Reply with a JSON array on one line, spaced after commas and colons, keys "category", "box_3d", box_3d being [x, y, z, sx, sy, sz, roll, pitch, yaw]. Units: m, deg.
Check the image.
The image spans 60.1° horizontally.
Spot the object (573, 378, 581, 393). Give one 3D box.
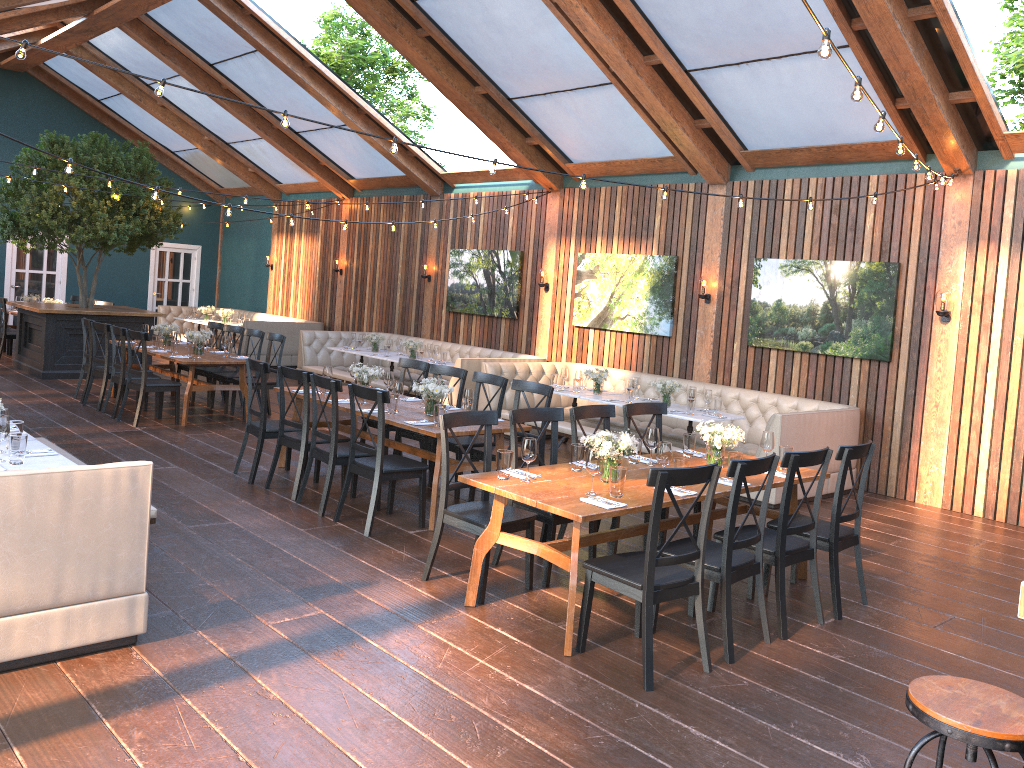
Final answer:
[{"category": "object", "box_3d": [0.731, 0.022, 9.970, 0.092, 0.158, 0.092, 7, 4, 34]}]

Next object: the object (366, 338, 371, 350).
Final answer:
[{"category": "object", "box_3d": [-2.214, -0.651, 13.672, 0.092, 0.244, 0.092, 5, 3, 5]}]

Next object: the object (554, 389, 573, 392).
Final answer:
[{"category": "object", "box_3d": [0.582, 0.071, 10.057, 0.255, 0.019, 0.158, -1, 8, -42]}]

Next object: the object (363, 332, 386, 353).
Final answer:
[{"category": "object", "box_3d": [-2.065, -0.635, 13.336, 0.336, 0.308, 0.331, 2, 5, -30]}]

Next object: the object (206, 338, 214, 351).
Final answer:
[{"category": "object", "box_3d": [-3.728, -0.482, 10.918, 0.092, 0.158, 0.092, 5, 3, 14]}]

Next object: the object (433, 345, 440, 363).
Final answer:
[{"category": "object", "box_3d": [-1.054, -0.415, 12.326, 0.092, 0.244, 0.092, 5, 3, 5]}]

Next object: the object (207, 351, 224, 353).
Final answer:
[{"category": "object", "box_3d": [-3.599, -0.391, 10.820, 0.255, 0.019, 0.158, -1, 8, -42]}]

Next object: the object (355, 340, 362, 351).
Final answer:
[{"category": "object", "box_3d": [-2.312, -0.575, 13.299, 0.092, 0.158, 0.092, 7, 4, 34]}]

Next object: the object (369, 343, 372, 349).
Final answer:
[{"category": "object", "box_3d": [-2.196, -0.618, 13.781, 0.092, 0.158, 0.092, 7, 4, 34]}]

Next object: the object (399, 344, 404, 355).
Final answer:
[{"category": "object", "box_3d": [-1.658, -0.513, 13.192, 0.092, 0.158, 0.092, 7, 4, 34]}]

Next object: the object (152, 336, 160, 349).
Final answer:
[{"category": "object", "box_3d": [-4.308, -0.503, 10.708, 0.091, 0.158, 0.092, 2, 4, -36]}]

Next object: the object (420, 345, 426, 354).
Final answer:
[{"category": "object", "box_3d": [-1.237, -0.420, 12.246, 0.092, 0.244, 0.092, 2, 4, -40]}]

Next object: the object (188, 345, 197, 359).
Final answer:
[{"category": "object", "box_3d": [-3.575, -0.358, 9.887, 0.092, 0.158, 0.092, 4, 3, -6]}]

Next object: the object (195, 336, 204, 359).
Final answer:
[{"category": "object", "box_3d": [-3.543, -0.414, 10.030, 0.092, 0.244, 0.092, 2, 4, -40]}]

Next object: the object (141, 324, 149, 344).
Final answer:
[{"category": "object", "box_3d": [-4.676, -0.636, 11.271, 0.092, 0.244, 0.092, 5, 3, 5]}]

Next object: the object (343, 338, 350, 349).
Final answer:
[{"category": "object", "box_3d": [-2.551, -0.627, 13.614, 0.092, 0.158, 0.092, 7, 4, 34]}]

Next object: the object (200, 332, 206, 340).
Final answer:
[{"category": "object", "box_3d": [-3.775, -0.514, 10.777, 0.092, 0.244, 0.092, 4, 3, 0]}]

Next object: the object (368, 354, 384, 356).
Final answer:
[{"category": "object", "box_3d": [-1.947, -0.424, 12.812, 0.255, 0.019, 0.158, -1, 8, -42]}]

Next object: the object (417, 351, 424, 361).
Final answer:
[{"category": "object", "box_3d": [-1.261, -0.368, 12.140, 0.092, 0.158, 0.092, 7, 4, 34]}]

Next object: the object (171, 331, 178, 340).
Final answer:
[{"category": "object", "box_3d": [-4.481, -0.630, 11.746, 0.091, 0.158, 0.092, 3, 3, -16]}]

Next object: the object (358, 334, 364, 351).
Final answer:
[{"category": "object", "box_3d": [-2.288, -0.627, 13.405, 0.092, 0.244, 0.092, 5, 3, 5]}]

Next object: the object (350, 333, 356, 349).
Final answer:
[{"category": "object", "box_3d": [-2.441, -0.659, 13.592, 0.092, 0.244, 0.092, 5, 3, 5]}]

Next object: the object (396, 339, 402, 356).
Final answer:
[{"category": "object", "box_3d": [-1.676, -0.545, 13.083, 0.092, 0.244, 0.092, 5, 3, 5]}]

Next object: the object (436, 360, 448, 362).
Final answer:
[{"category": "object", "box_3d": [-1.016, -0.325, 12.558, 0.255, 0.019, 0.158, -1, 8, -42]}]

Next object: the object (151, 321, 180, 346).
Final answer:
[{"category": "object", "box_3d": [-4.384, -0.642, 11.228, 0.330, 0.308, 0.336, 8, 6, 43]}]

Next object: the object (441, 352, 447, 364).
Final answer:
[{"category": "object", "box_3d": [-0.951, -0.362, 12.307, 0.092, 0.158, 0.092, 4, 3, -6]}]

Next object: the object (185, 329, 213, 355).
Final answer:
[{"category": "object", "box_3d": [-3.701, -0.503, 10.436, 0.329, 0.308, 0.338, 4, 4, -5]}]

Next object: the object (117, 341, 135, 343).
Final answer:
[{"category": "object", "box_3d": [-4.875, -0.535, 11.246, 0.255, 0.019, 0.158, -1, 8, -42]}]

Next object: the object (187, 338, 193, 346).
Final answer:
[{"category": "object", "box_3d": [-4.107, -0.556, 11.293, 0.091, 0.158, 0.092, 3, 3, -16]}]

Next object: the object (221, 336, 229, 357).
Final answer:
[{"category": "object", "box_3d": [-3.369, -0.438, 10.378, 0.092, 0.244, 0.092, 4, 3, -17]}]

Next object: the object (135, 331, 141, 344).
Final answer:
[{"category": "object", "box_3d": [-4.705, -0.581, 11.141, 0.091, 0.158, 0.092, 3, 4, -26]}]

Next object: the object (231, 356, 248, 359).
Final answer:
[{"category": "object", "box_3d": [-3.206, -0.314, 10.388, 0.255, 0.019, 0.158, -1, 8, -42]}]

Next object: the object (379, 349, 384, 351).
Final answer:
[{"category": "object", "box_3d": [-2.058, -0.529, 13.700, 0.255, 0.019, 0.158, -1, 8, -42]}]

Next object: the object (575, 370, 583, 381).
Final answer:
[{"category": "object", "box_3d": [0.755, -0.031, 10.076, 0.092, 0.244, 0.092, 5, 3, 5]}]

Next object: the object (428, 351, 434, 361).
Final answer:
[{"category": "object", "box_3d": [-1.154, -0.414, 12.639, 0.092, 0.158, 0.092, 7, 4, 34]}]

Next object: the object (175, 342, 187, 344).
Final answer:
[{"category": "object", "box_3d": [-4.355, -0.539, 11.642, 0.255, 0.019, 0.158, -1, 8, -42]}]

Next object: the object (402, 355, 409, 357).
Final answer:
[{"category": "object", "box_3d": [-1.520, -0.423, 13.110, 0.255, 0.019, 0.158, -1, 8, -42]}]

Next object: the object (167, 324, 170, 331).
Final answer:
[{"category": "object", "box_3d": [-4.537, -0.662, 11.607, 0.092, 0.244, 0.092, 6, 3, 28]}]

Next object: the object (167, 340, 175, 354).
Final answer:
[{"category": "object", "box_3d": [-3.978, -0.434, 10.308, 0.091, 0.158, 0.092, 3, 3, -16]}]

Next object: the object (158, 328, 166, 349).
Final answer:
[{"category": "object", "box_3d": [-4.284, -0.558, 10.829, 0.092, 0.244, 0.092, 7, 4, 45]}]

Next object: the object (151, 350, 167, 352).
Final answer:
[{"category": "object", "box_3d": [-4.120, -0.389, 10.430, 0.255, 0.019, 0.158, -1, 8, -42]}]

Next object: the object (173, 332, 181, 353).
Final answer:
[{"category": "object", "box_3d": [-3.958, -0.491, 10.449, 0.092, 0.244, 0.092, 2, 4, -40]}]

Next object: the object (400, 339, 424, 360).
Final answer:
[{"category": "object", "box_3d": [-1.420, -0.509, 12.630, 0.336, 0.308, 0.331, 2, 5, -26]}]

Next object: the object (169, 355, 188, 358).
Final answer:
[{"category": "object", "box_3d": [-3.731, -0.312, 10.000, 0.255, 0.019, 0.158, -1, 8, -42]}]

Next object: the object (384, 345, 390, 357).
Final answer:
[{"category": "object", "box_3d": [-1.798, -0.473, 12.725, 0.092, 0.158, 0.092, 7, 4, 34]}]

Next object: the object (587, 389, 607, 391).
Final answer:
[{"category": "object", "box_3d": [0.985, 0.067, 10.371, 0.255, 0.019, 0.158, -1, 8, -42]}]

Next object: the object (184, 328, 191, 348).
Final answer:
[{"category": "object", "box_3d": [-4.107, -0.582, 11.189, 0.092, 0.244, 0.092, 7, 4, 45]}]

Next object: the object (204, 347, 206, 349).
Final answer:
[{"category": "object", "box_3d": [-3.956, -0.459, 11.221, 0.255, 0.019, 0.158, -1, 8, -42]}]

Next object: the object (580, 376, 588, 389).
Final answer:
[{"category": "object", "box_3d": [0.847, -0.022, 10.452, 0.092, 0.158, 0.092, 7, 4, 34]}]

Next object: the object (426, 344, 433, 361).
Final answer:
[{"category": "object", "box_3d": [-1.172, -0.446, 12.530, 0.092, 0.244, 0.092, 5, 3, 5]}]

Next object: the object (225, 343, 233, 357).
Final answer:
[{"category": "object", "box_3d": [-3.357, -0.405, 10.477, 0.092, 0.158, 0.092, 4, 3, -6]}]

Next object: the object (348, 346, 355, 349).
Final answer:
[{"category": "object", "box_3d": [-2.472, -0.567, 13.760, 0.157, 0.019, 0.256, -1, 8, -42]}]

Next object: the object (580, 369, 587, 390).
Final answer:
[{"category": "object", "box_3d": [0.829, -0.055, 10.343, 0.092, 0.244, 0.092, 5, 3, 5]}]

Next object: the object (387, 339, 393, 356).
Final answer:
[{"category": "object", "box_3d": [-1.774, -0.525, 12.830, 0.092, 0.244, 0.092, 5, 3, 5]}]

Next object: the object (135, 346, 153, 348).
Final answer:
[{"category": "object", "box_3d": [-4.455, -0.456, 10.814, 0.255, 0.019, 0.158, -1, 8, -42]}]

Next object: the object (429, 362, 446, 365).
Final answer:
[{"category": "object", "box_3d": [-1.040, -0.284, 12.167, 0.157, 0.019, 0.256, -1, 8, -42]}]
